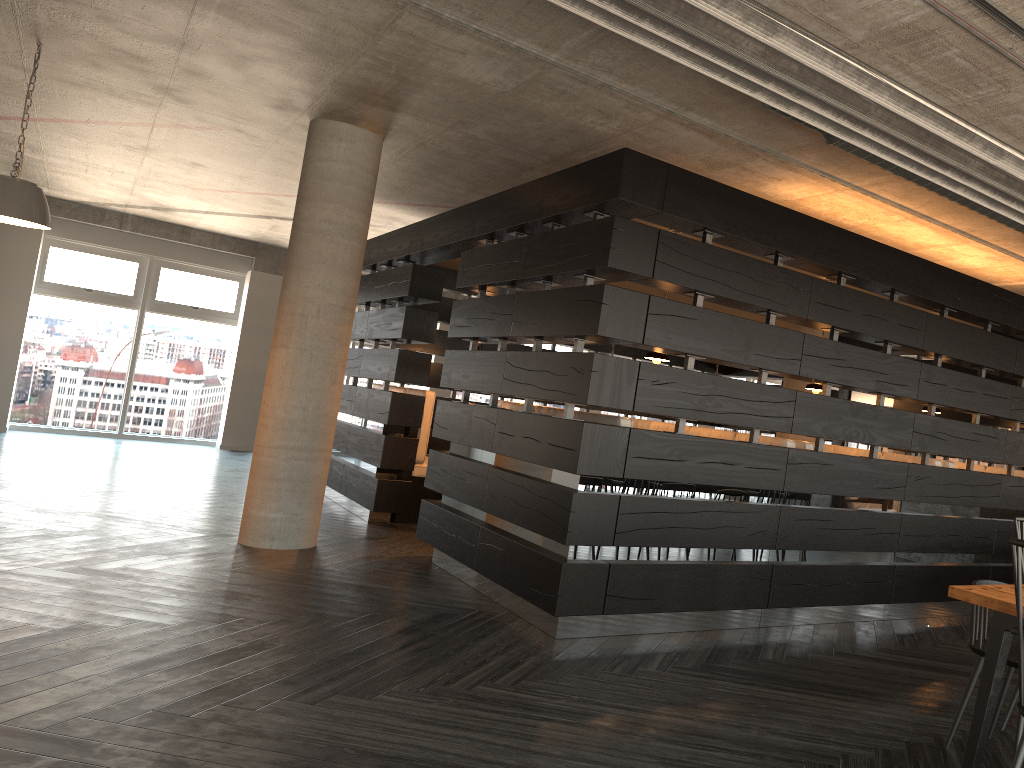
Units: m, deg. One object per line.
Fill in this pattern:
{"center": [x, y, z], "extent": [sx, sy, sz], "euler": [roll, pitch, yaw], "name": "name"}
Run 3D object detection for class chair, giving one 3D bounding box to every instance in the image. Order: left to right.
{"center": [2.203, 1.275, 3.655], "extent": [0.432, 0.738, 0.381], "euler": [10, -3, -31], "name": "chair"}
{"center": [2.674, 1.197, 4.037], "extent": [0.528, 1.034, 0.420], "euler": [10, -3, -31], "name": "chair"}
{"center": [1.892, 1.064, 2.775], "extent": [0.560, 1.034, 0.397], "euler": [10, -3, -27], "name": "chair"}

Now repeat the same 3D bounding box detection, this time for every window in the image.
{"center": [-5.352, -0.651, 11.880], "extent": [2.874, 2.879, 0.212], "euler": [10, -3, -33], "name": "window"}
{"center": [-2.679, -0.251, 13.668], "extent": [2.874, 2.879, 0.212], "euler": [10, -3, -33], "name": "window"}
{"center": [-0.006, 0.149, 15.455], "extent": [2.874, 2.879, 0.212], "euler": [10, -3, -33], "name": "window"}
{"center": [2.666, 0.548, 17.243], "extent": [2.874, 2.879, 0.212], "euler": [10, -3, -33], "name": "window"}
{"center": [5.345, 0.949, 19.034], "extent": [2.874, 2.879, 0.212], "euler": [10, -3, -33], "name": "window"}

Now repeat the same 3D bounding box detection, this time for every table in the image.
{"center": [3.605, 1.442, 3.880], "extent": [4.327, 0.792, 1.025], "euler": [9, -2, -33], "name": "table"}

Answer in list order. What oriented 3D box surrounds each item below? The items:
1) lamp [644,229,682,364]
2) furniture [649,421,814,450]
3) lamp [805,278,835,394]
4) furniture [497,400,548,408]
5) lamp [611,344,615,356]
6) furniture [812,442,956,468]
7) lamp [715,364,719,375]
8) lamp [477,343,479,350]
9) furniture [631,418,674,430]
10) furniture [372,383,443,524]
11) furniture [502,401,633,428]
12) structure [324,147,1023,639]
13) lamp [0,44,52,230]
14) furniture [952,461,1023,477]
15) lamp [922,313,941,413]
{"center": [1.152, -0.667, 6.201], "extent": [0.224, 1.052, 0.163], "euler": [11, -4, -39], "name": "lamp"}
{"center": [1.623, 0.996, 6.661], "extent": [1.235, 1.262, 1.610], "euler": [9, -2, -30], "name": "furniture"}
{"center": [2.714, -0.433, 7.246], "extent": [0.219, 1.052, 0.168], "euler": [10, -3, -24], "name": "lamp"}
{"center": [0.180, 0.861, 9.436], "extent": [1.235, 1.262, 1.618], "euler": [9, -2, -30], "name": "furniture"}
{"center": [1.246, -0.571, 10.068], "extent": [0.177, 1.052, 0.210], "euler": [7, -3, 22], "name": "lamp"}
{"center": [3.225, 1.236, 7.733], "extent": [1.235, 1.262, 1.610], "euler": [9, -2, -30], "name": "furniture"}
{"center": [2.756, -0.345, 11.078], "extent": [0.191, 1.052, 0.196], "euler": [8, -3, 7], "name": "lamp"}
{"center": [-0.317, -0.805, 9.023], "extent": [0.191, 1.052, 0.196], "euler": [8, -3, 7], "name": "lamp"}
{"center": [1.782, 1.100, 10.508], "extent": [1.235, 1.262, 1.618], "euler": [9, -2, -30], "name": "furniture"}
{"center": [-1.069, 0.674, 8.601], "extent": [0.671, 1.262, 1.619], "euler": [10, -3, -28], "name": "furniture"}
{"center": [0.381, 0.811, 5.830], "extent": [0.685, 1.262, 1.611], "euler": [10, -3, -28], "name": "furniture"}
{"center": [1.822, 0.313, 8.630], "extent": [6.324, 2.745, 5.238], "euler": [9, -2, -31], "name": "structure"}
{"center": [-3.059, -1.772, 5.251], "extent": [0.406, 1.505, 0.483], "euler": [7, -3, 22], "name": "lamp"}
{"center": [4.488, 1.425, 8.578], "extent": [0.684, 1.262, 1.611], "euler": [10, -3, -28], "name": "furniture"}
{"center": [4.224, -0.207, 8.256], "extent": [0.224, 1.052, 0.163], "euler": [11, -4, -39], "name": "lamp"}
